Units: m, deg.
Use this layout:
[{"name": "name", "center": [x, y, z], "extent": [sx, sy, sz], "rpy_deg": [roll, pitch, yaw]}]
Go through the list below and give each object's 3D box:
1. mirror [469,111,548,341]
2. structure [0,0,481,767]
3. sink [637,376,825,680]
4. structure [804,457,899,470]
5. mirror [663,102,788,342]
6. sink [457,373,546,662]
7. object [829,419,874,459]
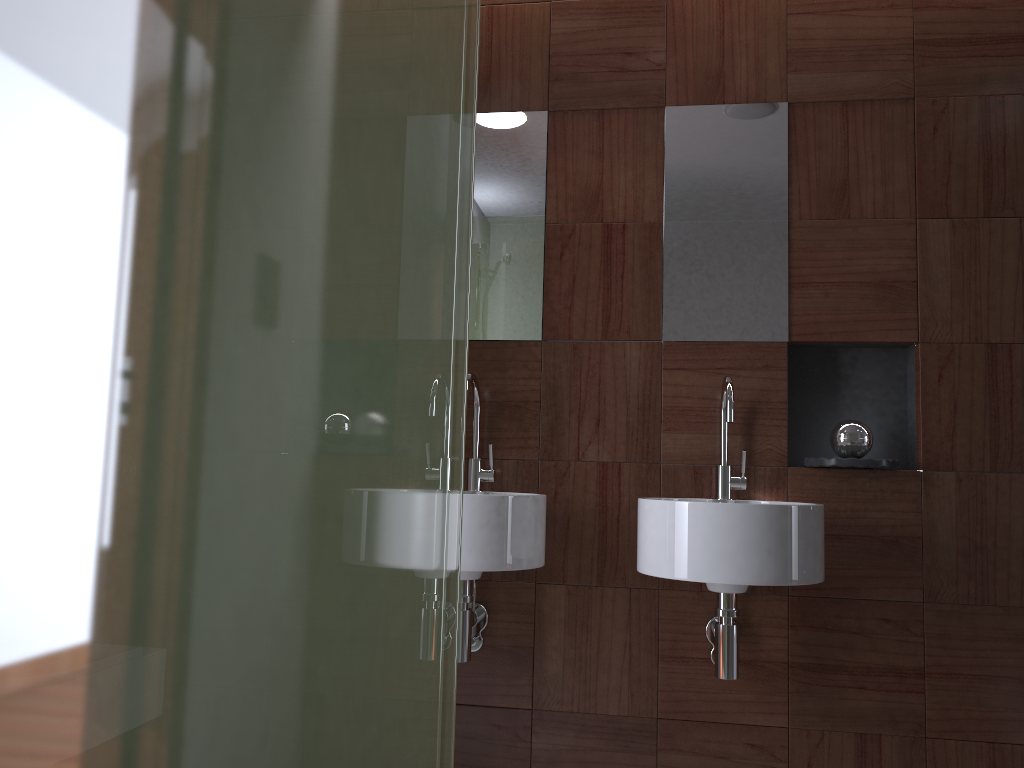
[{"name": "mirror", "center": [-0.067, -0.433, 2.423], "extent": [0.316, 0.635, 0.010], "rpy_deg": [1, -6, 9]}, {"name": "structure", "center": [-0.486, -0.093, 0.430], "extent": [0.765, 2.079, 1.015], "rpy_deg": [1, -6, 9]}, {"name": "sink", "center": [0.498, 0.328, 2.040], "extent": [0.415, 0.715, 0.417], "rpy_deg": [1, -6, 9]}, {"name": "structure", "center": [0.845, 0.199, 2.212], "extent": [0.220, 0.023, 0.222], "rpy_deg": [2, -6, -1]}, {"name": "mirror", "center": [0.559, -0.425, 2.322], "extent": [0.316, 0.635, 0.010], "rpy_deg": [1, -6, 9]}, {"name": "sink", "center": [-0.125, 0.320, 2.140], "extent": [0.415, 0.715, 0.417], "rpy_deg": [1, -6, 9]}, {"name": "object", "center": [0.228, 0.130, 2.305], "extent": [1.350, 0.104, 0.104], "rpy_deg": [1, -6, 9]}]
